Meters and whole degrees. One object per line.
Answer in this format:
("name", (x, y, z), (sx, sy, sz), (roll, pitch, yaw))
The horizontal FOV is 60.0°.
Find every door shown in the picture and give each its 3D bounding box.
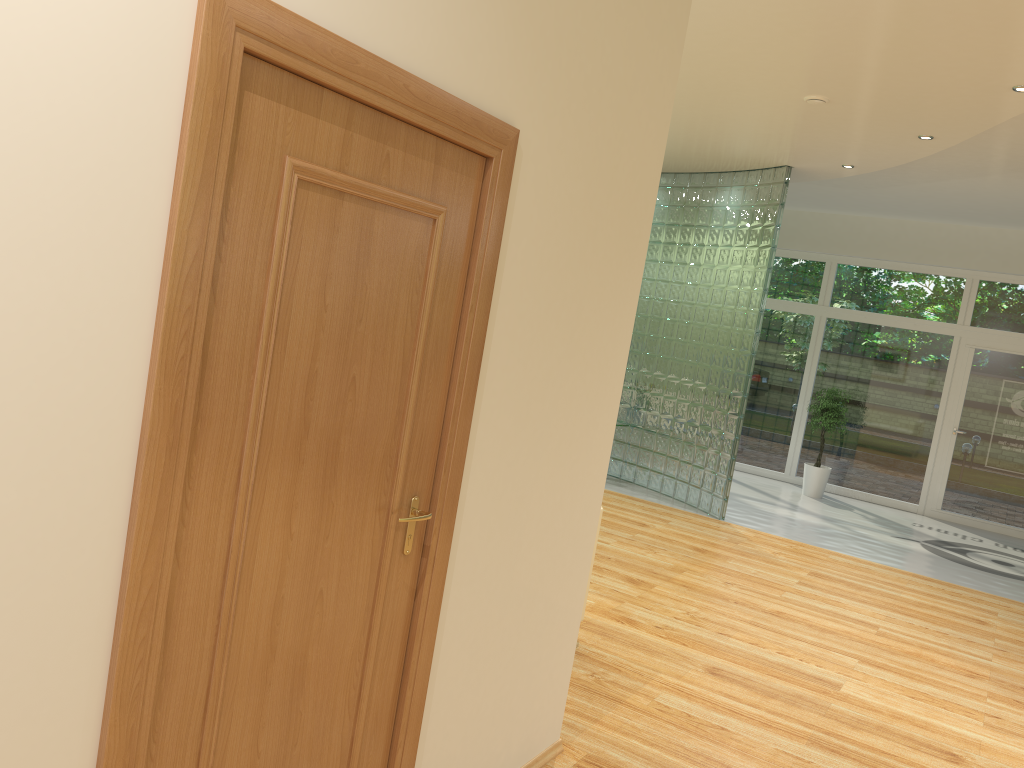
("door", (5.907, 0.669, 10.340), (1.500, 2.200, 0.218), (12, 6, 30))
("door", (-0.432, 0.400, 2.005), (0.098, 2.001, 0.823), (12, 6, 30))

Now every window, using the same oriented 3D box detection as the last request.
("window", (5.466, 0.165, 10.606), (9.401, 3.000, 0.092), (12, 6, 30))

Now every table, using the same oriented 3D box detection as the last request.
("table", (0.820, 0.679, 9.629), (0.581, 0.614, 0.581), (14, 7, 44))

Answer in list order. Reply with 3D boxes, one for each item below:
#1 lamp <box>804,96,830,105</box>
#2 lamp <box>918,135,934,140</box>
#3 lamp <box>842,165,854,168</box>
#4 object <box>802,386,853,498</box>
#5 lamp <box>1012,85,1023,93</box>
("lamp", (2.027, -1.881, 5.907), (0.167, 0.024, 0.167), (8, 5, -21))
("lamp", (2.971, -1.768, 6.366), (0.105, 0.011, 0.105), (10, 5, 0))
("lamp", (2.925, -1.892, 7.720), (0.105, 0.011, 0.105), (5, 7, -44))
("object", (3.782, 0.689, 10.818), (0.503, 1.376, 0.590), (10, 5, 10))
("lamp", (2.884, -1.665, 5.011), (0.105, 0.011, 0.105), (8, 5, -13))
